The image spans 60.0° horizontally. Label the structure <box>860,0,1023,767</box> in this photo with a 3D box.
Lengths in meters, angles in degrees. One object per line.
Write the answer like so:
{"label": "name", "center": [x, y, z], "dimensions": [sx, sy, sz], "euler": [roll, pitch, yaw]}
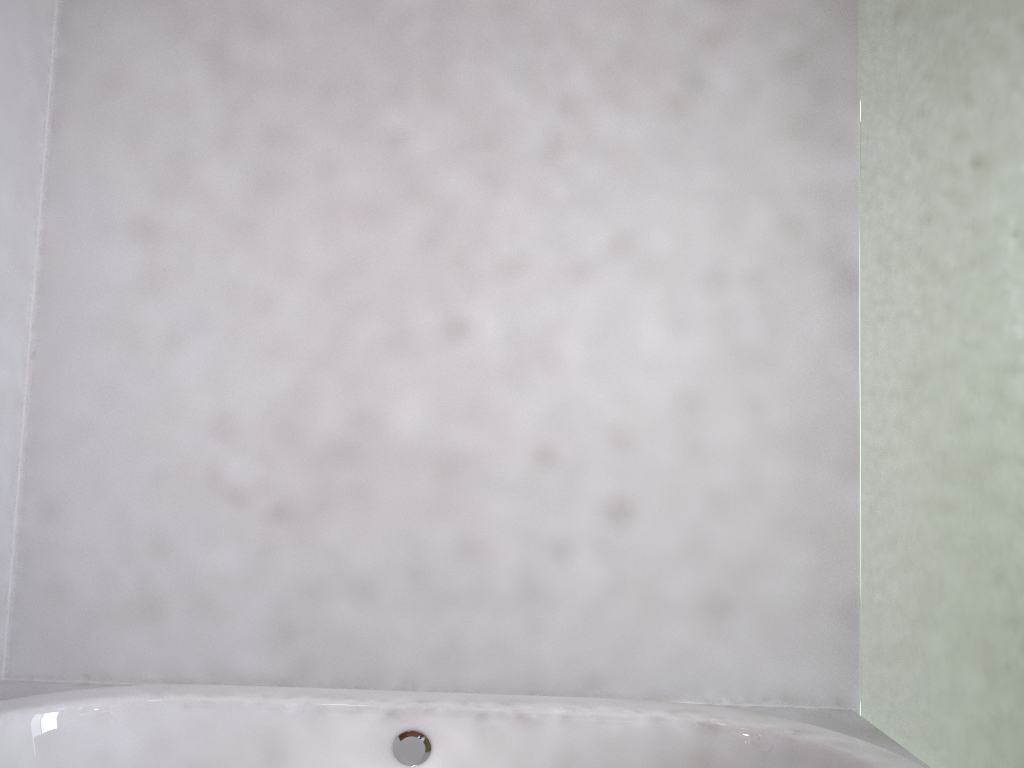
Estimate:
{"label": "structure", "center": [1.104, 0.064, 1.373], "dimensions": [0.765, 2.079, 1.015], "euler": [2, -5, 0]}

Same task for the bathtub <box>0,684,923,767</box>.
{"label": "bathtub", "center": [-0.183, 0.777, 1.301], "dimensions": [1.683, 0.424, 0.881], "euler": [2, -5, 0]}
